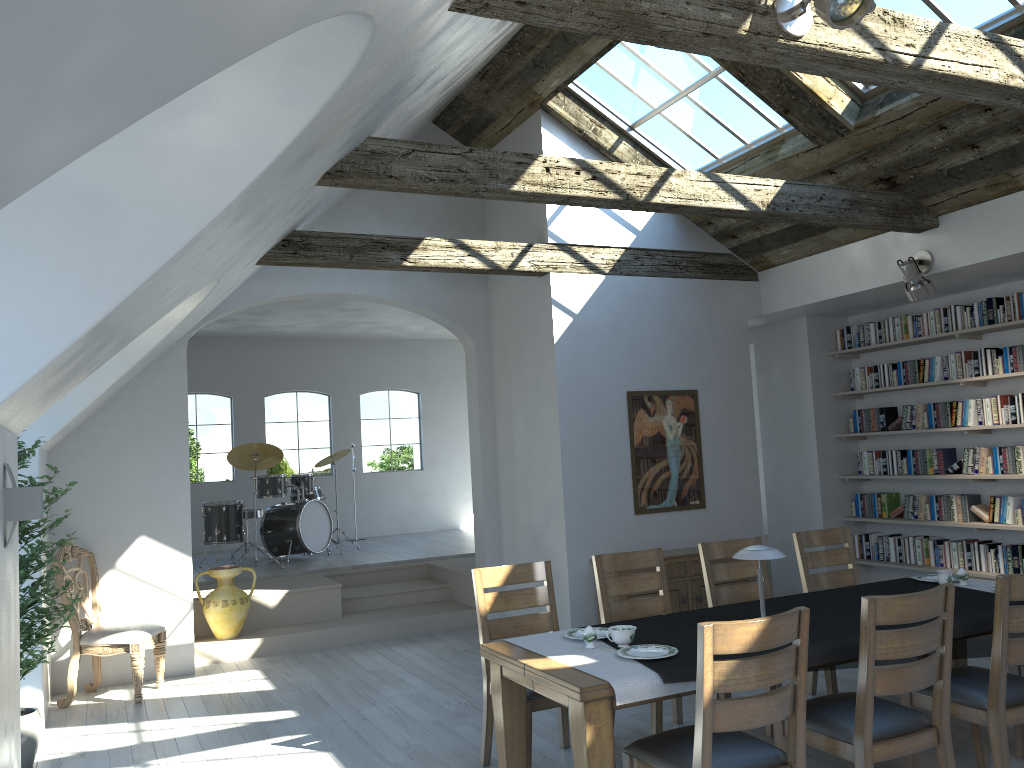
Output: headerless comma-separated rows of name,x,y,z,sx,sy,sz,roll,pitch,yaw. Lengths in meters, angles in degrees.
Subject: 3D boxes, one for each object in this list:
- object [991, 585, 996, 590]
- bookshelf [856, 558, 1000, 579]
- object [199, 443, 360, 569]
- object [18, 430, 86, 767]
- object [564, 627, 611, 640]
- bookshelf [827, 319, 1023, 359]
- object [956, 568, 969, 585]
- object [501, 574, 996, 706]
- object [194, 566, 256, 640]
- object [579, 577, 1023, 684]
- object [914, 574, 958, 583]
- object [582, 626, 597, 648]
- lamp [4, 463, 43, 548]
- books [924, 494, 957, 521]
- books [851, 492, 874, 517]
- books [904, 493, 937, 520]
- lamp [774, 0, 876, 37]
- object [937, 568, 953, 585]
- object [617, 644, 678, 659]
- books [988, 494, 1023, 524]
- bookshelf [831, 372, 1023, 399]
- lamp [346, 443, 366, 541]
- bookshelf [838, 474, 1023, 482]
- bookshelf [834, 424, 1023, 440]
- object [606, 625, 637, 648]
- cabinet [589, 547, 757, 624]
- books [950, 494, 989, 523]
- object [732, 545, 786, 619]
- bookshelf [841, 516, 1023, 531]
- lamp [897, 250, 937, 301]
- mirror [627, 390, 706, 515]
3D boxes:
object,2.653,1.077,4.646,0.250,0.017,0.253,-1,-5,-25
bookshelf,4.963,1.328,4.966,0.315,0.070,7.825,-1,-5,-25
object,-2.913,1.414,10.663,1.465,1.383,2.354,-5,-5,19
object,-2.838,1.202,5.045,0.718,1.920,0.737,-3,-5,-6
object,0.366,1.160,4.105,0.250,0.017,0.253,-1,-5,-25
bookshelf,4.854,-0.640,5.122,0.315,0.070,7.825,-1,-5,-25
object,2.506,1.070,4.931,0.064,0.092,0.064,-7,-6,42
object,1.457,1.169,4.342,2.872,0.077,1.050,-1,-5,-25
object,-2.476,1.896,7.690,0.396,0.605,0.402,-5,-5,21
object,1.464,1.241,4.341,2.456,0.227,1.073,-1,-5,-25
object,2.457,1.125,5.112,0.250,0.017,0.253,-1,-5,-25
object,0.341,1.106,3.882,0.064,0.092,0.064,-3,-5,-7
lamp,-1.911,0.470,3.474,0.127,0.325,0.127,-1,-5,-25
books,3.743,1.069,7.676,0.209,0.220,0.278,-1,-5,-27
books,3.387,1.148,8.431,0.209,0.220,0.278,-1,-5,-27
books,3.637,1.090,7.896,0.189,0.228,0.249,-1,-5,-25
lamp,1.143,-1.422,3.220,0.233,0.311,0.354,-1,-5,-25
object,2.384,1.070,4.884,0.071,0.098,0.100,-6,-5,33
object,0.562,1.115,3.675,0.250,0.017,0.253,-1,-5,-25
books,3.992,1.005,7.140,0.189,0.228,0.249,-1,-5,-25
bookshelf,4.876,-0.247,5.091,0.315,0.070,7.825,-1,-5,-25
lamp,-2.263,1.536,12.718,0.232,1.383,0.238,-1,-5,-25
bookshelf,4.919,0.540,5.028,0.315,0.070,7.825,-1,-5,-25
bookshelf,4.897,0.147,5.059,0.315,0.070,7.825,-1,-5,-25
object,0.483,1.102,3.862,0.124,0.081,0.130,-5,-5,17
cabinet,1.391,1.760,7.386,1.481,0.714,0.383,-1,-5,-25
books,3.870,1.041,7.399,0.189,0.229,0.343,-1,-5,-25
object,1.188,0.951,4.231,0.251,0.362,0.251,-3,-5,-2
bookshelf,4.941,0.934,4.997,0.315,0.070,7.825,-1,-5,-25
lamp,3.019,-0.809,6.638,0.265,0.386,0.235,-3,-5,-4
mirror,1.340,0.578,7.678,0.736,1.047,0.009,-1,-5,-25
